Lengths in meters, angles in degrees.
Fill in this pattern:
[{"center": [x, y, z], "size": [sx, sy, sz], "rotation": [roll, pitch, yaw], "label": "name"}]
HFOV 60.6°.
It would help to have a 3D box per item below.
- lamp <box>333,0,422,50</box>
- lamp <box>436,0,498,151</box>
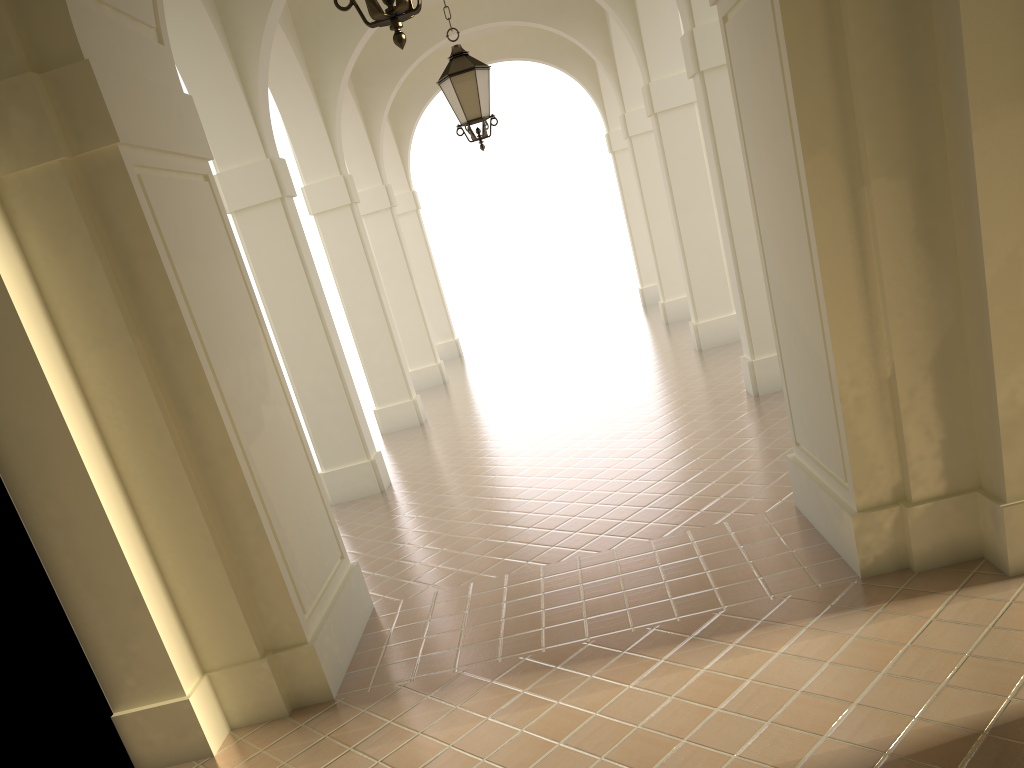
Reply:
[{"center": [-0.837, -2.828, 2.729], "size": [0.432, 3.456, 0.499], "rotation": [-23, 19, -24], "label": "lamp"}, {"center": [-0.694, -3.720, 7.499], "size": [0.512, 3.456, 0.422], "rotation": [-14, 17, 5], "label": "lamp"}]
